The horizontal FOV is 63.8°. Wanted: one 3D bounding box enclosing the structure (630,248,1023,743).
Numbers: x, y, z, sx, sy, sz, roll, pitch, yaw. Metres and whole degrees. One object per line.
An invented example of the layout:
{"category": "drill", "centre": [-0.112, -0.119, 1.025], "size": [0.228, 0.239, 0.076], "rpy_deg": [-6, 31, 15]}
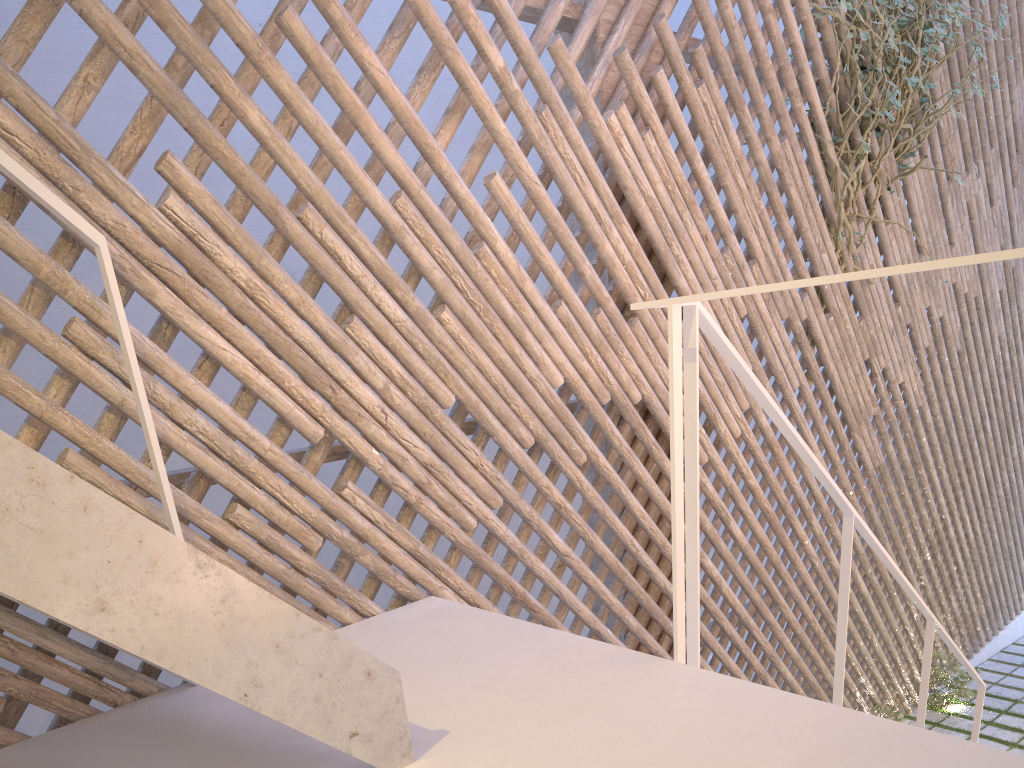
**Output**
{"category": "structure", "centre": [0.894, 0.812, 1.995], "size": [1.840, 2.157, 1.135], "rpy_deg": [-18, 21, -42]}

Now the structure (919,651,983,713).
{"category": "structure", "centre": [2.171, 1.451, 4.068], "size": [0.290, 0.355, 0.291], "rpy_deg": [4, 17, 36]}

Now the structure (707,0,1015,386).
{"category": "structure", "centre": [1.285, -1.457, 2.631], "size": [0.708, 2.992, 2.204], "rpy_deg": [14, 24, 43]}

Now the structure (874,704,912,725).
{"category": "structure", "centre": [1.687, 1.555, 3.709], "size": [0.253, 0.286, 0.251], "rpy_deg": [-13, 15, -30]}

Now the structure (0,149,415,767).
{"category": "structure", "centre": [-0.835, -0.424, 0.427], "size": [1.182, 2.068, 0.508], "rpy_deg": [-19, 24, -39]}
